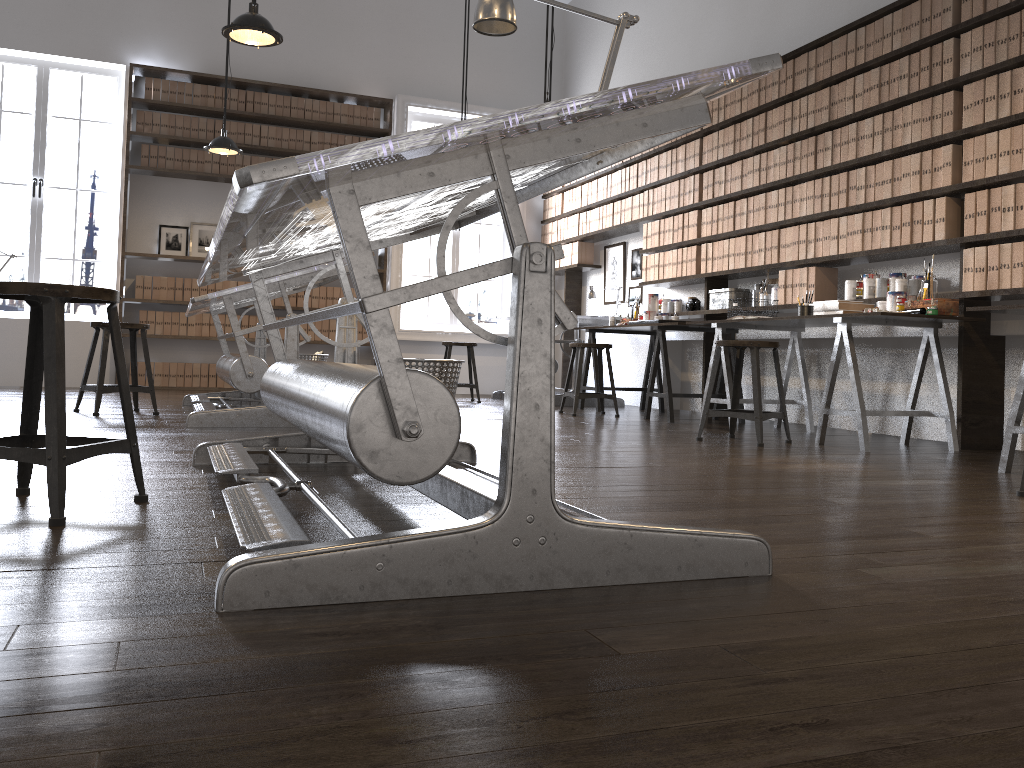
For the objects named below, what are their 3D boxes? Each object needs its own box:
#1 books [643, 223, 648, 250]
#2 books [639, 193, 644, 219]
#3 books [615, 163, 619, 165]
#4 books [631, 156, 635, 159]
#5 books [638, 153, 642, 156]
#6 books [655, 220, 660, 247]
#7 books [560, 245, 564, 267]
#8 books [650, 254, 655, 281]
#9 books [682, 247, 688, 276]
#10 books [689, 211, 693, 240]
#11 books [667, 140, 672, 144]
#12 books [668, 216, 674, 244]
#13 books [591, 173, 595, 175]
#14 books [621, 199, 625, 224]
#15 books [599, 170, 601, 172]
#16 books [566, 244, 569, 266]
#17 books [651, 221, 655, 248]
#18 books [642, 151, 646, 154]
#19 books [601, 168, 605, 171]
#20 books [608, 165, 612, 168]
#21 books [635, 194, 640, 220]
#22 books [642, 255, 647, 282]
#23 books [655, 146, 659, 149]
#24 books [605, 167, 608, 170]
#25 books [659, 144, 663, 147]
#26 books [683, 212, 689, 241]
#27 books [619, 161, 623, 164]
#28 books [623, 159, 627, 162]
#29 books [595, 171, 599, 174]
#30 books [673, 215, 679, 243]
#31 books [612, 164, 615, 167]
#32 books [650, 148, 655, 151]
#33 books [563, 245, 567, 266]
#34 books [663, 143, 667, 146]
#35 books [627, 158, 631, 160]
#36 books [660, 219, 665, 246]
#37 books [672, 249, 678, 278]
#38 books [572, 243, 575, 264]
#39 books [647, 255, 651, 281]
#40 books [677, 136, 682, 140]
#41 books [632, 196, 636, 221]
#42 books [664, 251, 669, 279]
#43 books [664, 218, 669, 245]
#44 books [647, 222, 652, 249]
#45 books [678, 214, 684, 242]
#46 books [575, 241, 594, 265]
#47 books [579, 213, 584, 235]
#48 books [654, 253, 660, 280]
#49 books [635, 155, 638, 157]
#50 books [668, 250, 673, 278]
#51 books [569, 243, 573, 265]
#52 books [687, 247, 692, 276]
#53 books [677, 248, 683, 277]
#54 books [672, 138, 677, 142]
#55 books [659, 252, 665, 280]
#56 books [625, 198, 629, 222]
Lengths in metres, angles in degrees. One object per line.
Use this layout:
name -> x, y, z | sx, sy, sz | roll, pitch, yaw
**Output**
books -> 1.200, -1.237, 7.490 | 0.174, 0.226, 0.067 | 2, -1, -21
books -> 1.182, -1.510, 7.567 | 0.174, 0.226, 0.067 | 2, -1, -21
books -> 1.032, -2.081, 8.033 | 0.174, 0.226, 0.066 | 2, -1, -21
books -> 1.136, -2.070, 7.761 | 0.174, 0.226, 0.066 | 2, -1, -21
books -> 1.180, -2.065, 7.629 | 0.174, 0.226, 0.067 | 2, -1, -21
books -> 1.271, -1.229, 7.300 | 0.174, 0.226, 0.067 | 2, -1, -21
books -> 0.591, -1.301, 9.081 | 0.174, 0.226, 0.067 | 2, -1, -21
books -> 1.241, -0.961, 7.356 | 0.174, 0.226, 0.066 | 2, -1, -21
books -> 1.418, -0.943, 6.898 | 0.174, 0.226, 0.066 | 2, -1, -21
books -> 1.455, -1.210, 6.830 | 0.174, 0.226, 0.066 | 2, -1, -21
books -> 1.353, -2.046, 7.177 | 0.174, 0.226, 0.066 | 2, -1, -21
books -> 1.347, -1.221, 7.106 | 0.174, 0.226, 0.066 | 2, -1, -21
books -> 0.855, -2.099, 8.482 | 0.174, 0.226, 0.067 | 2, -1, -21
books -> 1.065, -1.523, 7.886 | 0.174, 0.226, 0.066 | 2, -1, -21
books -> 0.910, -2.094, 8.354 | 0.174, 0.226, 0.066 | 2, -1, -21
books -> 0.642, -1.296, 8.956 | 0.174, 0.226, 0.066 | 2, -1, -21
books -> 1.251, -1.232, 7.365 | 0.174, 0.226, 0.066 | 2, -1, -21
books -> 1.208, -2.062, 7.569 | 0.174, 0.226, 0.066 | 2, -1, -21
books -> 0.932, -2.091, 8.287 | 0.174, 0.226, 0.066 | 2, -1, -21
books -> 0.980, -2.086, 8.150 | 0.174, 0.226, 0.067 | 2, -1, -21
books -> 1.158, -1.513, 7.635 | 0.174, 0.226, 0.066 | 2, -1, -21
books -> 1.192, -0.966, 7.476 | 0.174, 0.226, 0.067 | 2, -1, -21
books -> 1.282, -2.054, 7.377 | 0.174, 0.226, 0.066 | 2, -1, -21
books -> 0.954, -2.088, 8.218 | 0.174, 0.226, 0.066 | 2, -1, -21
books -> 1.309, -2.052, 7.312 | 0.174, 0.226, 0.066 | 2, -1, -21
books -> 1.430, -1.213, 6.902 | 0.174, 0.226, 0.066 | 2, -1, -21
books -> 1.054, -2.078, 7.962 | 0.174, 0.226, 0.067 | 2, -1, -21
books -> 1.086, -2.075, 7.893 | 0.174, 0.226, 0.066 | 2, -1, -21
books -> 0.884, -2.096, 8.418 | 0.174, 0.226, 0.066 | 2, -1, -21
books -> 1.377, -1.219, 7.041 | 0.174, 0.226, 0.066 | 2, -1, -21
books -> 1.007, -2.083, 8.093 | 0.174, 0.226, 0.066 | 2, -1, -21
books -> 1.253, -2.057, 7.441 | 0.174, 0.226, 0.067 | 2, -1, -21
books -> 0.618, -1.298, 9.014 | 0.174, 0.226, 0.066 | 2, -1, -21
books -> 1.330, -2.049, 7.246 | 0.174, 0.226, 0.066 | 2, -1, -21
books -> 1.107, -2.072, 7.825 | 0.174, 0.226, 0.066 | 2, -1, -21
books -> 1.300, -1.227, 7.240 | 0.174, 0.226, 0.066 | 2, -1, -21
books -> 1.365, -0.948, 7.023 | 0.174, 0.226, 0.066 | 2, -1, -21
books -> 0.693, -1.291, 8.829 | 0.174, 0.226, 0.066 | 2, -1, -21
books -> 1.220, -0.963, 7.415 | 0.174, 0.226, 0.066 | 2, -1, -21
books -> 1.405, -2.041, 7.052 | 0.174, 0.226, 0.066 | 2, -1, -21
books -> 1.137, -1.515, 7.694 | 0.174, 0.226, 0.066 | 2, -1, -21
books -> 1.321, -0.953, 7.159 | 0.174, 0.226, 0.066 | 2, -1, -21
books -> 1.326, -1.224, 7.173 | 0.174, 0.226, 0.066 | 2, -1, -21
books -> 1.227, -1.234, 7.423 | 0.174, 0.226, 0.066 | 2, -1, -21
books -> 1.399, -1.216, 6.969 | 0.174, 0.226, 0.067 | 2, -1, -21
books -> 0.716, -1.288, 8.763 | 0.174, 0.226, 0.066 | 2, -1, -21
books -> 0.756, -1.555, 8.685 | 0.174, 0.226, 0.066 | 2, -1, -21
books -> 1.266, -0.958, 7.288 | 0.174, 0.226, 0.067 | 2, -1, -21
books -> 1.161, -2.067, 7.694 | 0.174, 0.226, 0.066 | 2, -1, -21
books -> 1.342, -0.950, 7.092 | 0.174, 0.226, 0.066 | 2, -1, -21
books -> 0.662, -1.294, 8.892 | 0.174, 0.226, 0.067 | 2, -1, -21
books -> 1.443, -0.940, 6.838 | 0.174, 0.226, 0.066 | 2, -1, -21
books -> 1.391, -0.945, 6.956 | 0.174, 0.226, 0.067 | 2, -1, -21
books -> 1.378, -2.044, 7.109 | 0.174, 0.226, 0.067 | 2, -1, -21
books -> 1.294, -0.956, 7.223 | 0.174, 0.226, 0.066 | 2, -1, -21
books -> 1.090, -1.520, 7.820 | 0.174, 0.226, 0.066 | 2, -1, -21
